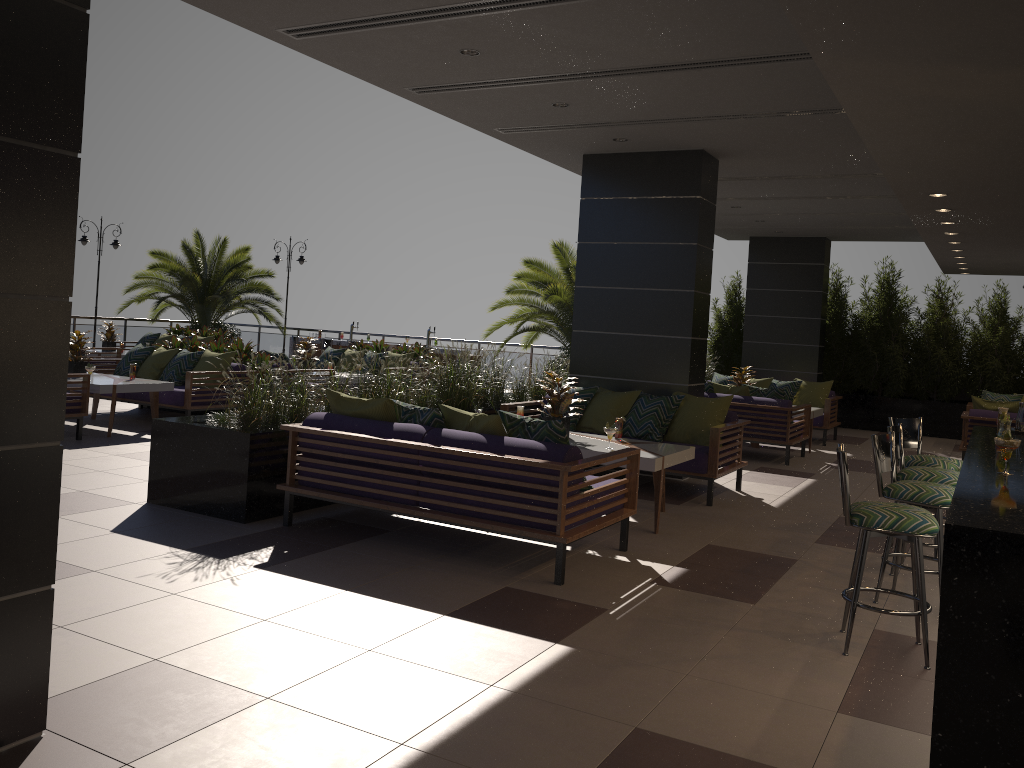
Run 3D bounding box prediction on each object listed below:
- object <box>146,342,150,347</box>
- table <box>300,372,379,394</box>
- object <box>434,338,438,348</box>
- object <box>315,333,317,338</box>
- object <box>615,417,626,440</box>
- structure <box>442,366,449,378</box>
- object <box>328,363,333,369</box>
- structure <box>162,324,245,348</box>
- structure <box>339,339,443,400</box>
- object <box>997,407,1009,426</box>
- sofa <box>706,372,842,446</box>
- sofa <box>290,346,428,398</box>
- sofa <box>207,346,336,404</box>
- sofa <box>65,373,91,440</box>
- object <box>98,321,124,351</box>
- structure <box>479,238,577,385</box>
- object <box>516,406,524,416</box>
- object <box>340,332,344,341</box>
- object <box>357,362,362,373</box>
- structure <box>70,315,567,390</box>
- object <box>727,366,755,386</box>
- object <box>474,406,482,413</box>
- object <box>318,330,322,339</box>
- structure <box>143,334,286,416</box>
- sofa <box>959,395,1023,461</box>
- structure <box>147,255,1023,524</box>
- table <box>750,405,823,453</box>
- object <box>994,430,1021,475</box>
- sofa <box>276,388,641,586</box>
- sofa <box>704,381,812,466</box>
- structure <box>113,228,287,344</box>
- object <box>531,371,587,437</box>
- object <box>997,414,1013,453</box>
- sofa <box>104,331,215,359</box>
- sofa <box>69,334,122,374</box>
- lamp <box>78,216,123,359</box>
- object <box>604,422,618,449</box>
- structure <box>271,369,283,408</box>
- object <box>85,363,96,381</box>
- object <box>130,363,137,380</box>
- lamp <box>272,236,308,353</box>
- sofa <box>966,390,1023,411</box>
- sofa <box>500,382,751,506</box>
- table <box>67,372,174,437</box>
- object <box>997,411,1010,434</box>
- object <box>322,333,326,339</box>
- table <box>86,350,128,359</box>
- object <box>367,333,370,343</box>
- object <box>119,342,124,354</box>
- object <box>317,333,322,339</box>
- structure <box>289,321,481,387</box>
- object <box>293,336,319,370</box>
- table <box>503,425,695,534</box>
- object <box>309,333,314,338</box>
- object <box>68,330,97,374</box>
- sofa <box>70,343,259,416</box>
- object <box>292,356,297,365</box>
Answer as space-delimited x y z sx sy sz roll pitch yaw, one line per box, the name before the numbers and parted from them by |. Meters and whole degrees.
object | -6.408 -0.646 15.571 0.069 0.211 0.069 4 1 16
table | -3.115 0.085 13.377 2.041 0.553 0.941 5 3 29
object | -1.516 -0.816 17.666 0.069 0.198 0.082 3 1 -25
object | -4.324 -1.025 19.666 0.105 0.209 0.105 4 1 4
object | 0.876 0.361 7.202 0.066 0.189 0.085 3 1 -37
structure | -1.117 0.057 14.592 0.100 0.700 0.180 4 0 28
object | -2.636 -0.218 12.829 0.069 0.181 0.069 4 1 16
structure | -6.124 -0.565 17.268 2.255 1.172 0.736 5 2 30
structure | -2.150 -0.179 15.135 2.255 1.172 0.736 5 2 30
object | 3.295 0.250 5.945 0.069 0.181 0.069 4 1 1
sofa | 3.833 0.327 13.532 2.130 0.919 1.118 5 3 29
sofa | -2.544 -0.129 14.412 2.130 0.919 1.118 5 3 29
sofa | -3.654 -0.068 12.384 2.130 0.919 1.118 5 3 29
sofa | -5.466 0.036 9.023 2.130 0.919 1.118 5 3 29
object | -7.057 -0.839 15.495 0.424 0.526 0.431 3 2 -34
structure | 1.359 -1.201 16.355 3.796 3.302 3.761 3 2 -19
object | 0.069 0.283 7.684 0.069 0.181 0.069 4 1 11
object | -3.613 -1.013 18.817 0.069 0.181 0.069 4 1 1
object | -2.304 -0.242 13.403 0.105 0.197 0.106 3 1 -29
structure | -6.210 -0.314 12.609 12.942 1.058 17.491 6 4 28
object | 3.247 0.003 12.431 0.424 0.526 0.431 2 2 -44
object | -0.276 0.280 7.161 0.069 0.211 0.069 4 1 11
object | -4.143 -1.069 19.102 0.066 0.189 0.085 3 1 -37
structure | -4.002 -0.074 11.728 2.424 1.173 0.700 5 2 30
sofa | 6.697 0.679 10.850 2.130 0.919 1.118 5 3 29
structure | 1.311 -0.400 5.195 7.832 3.120 24.711 5 4 28
table | 3.214 0.542 12.431 2.041 0.553 0.941 5 3 29
object | 2.207 0.303 3.948 0.105 0.197 0.106 3 1 -34
sofa | -0.351 0.561 5.851 2.130 0.919 1.118 5 3 29
sofa | 2.605 0.396 11.278 2.130 0.919 1.118 5 3 29
structure | -7.241 -2.039 20.991 3.799 3.302 3.758 3 2 -4
object | 0.356 0.165 7.119 0.431 0.526 0.424 5 2 41
object | 2.681 0.269 4.816 0.069 0.211 0.069 4 1 11
sofa | -6.461 -0.512 16.554 2.130 0.919 1.118 5 3 29
sofa | -7.578 -0.452 14.530 2.130 0.919 1.118 5 3 29
lamp | -9.325 -2.116 19.907 0.264 3.326 1.121 4 1 28
object | 0.736 0.385 6.635 0.105 0.197 0.106 3 1 -34
structure | -2.978 0.161 11.175 0.100 0.700 0.180 4 0 28
object | -4.527 -0.129 9.497 0.105 0.197 0.106 3 1 -29
object | -4.273 -0.141 9.978 0.066 0.189 0.085 3 1 -32
lamp | -5.601 -2.018 22.003 1.124 3.327 0.263 4 0 29
sofa | 7.925 0.611 13.104 2.130 0.919 1.118 5 3 29
sofa | 1.059 0.482 8.439 2.130 0.919 1.118 5 3 29
table | -4.934 0.186 10.038 2.041 0.553 0.941 5 3 29
object | 3.002 0.261 5.416 0.084 0.189 0.067 3 1 -37
object | -4.196 -1.016 19.651 0.105 0.209 0.105 4 1 4
table | -7.029 -0.299 15.517 2.041 0.553 0.941 5 3 29
object | -2.997 -0.968 18.480 0.069 0.211 0.069 4 1 11
object | -6.606 -0.609 14.975 0.066 0.189 0.085 3 1 -32
object | -4.258 -1.014 19.562 0.105 0.209 0.105 4 1 4
structure | -2.746 -0.621 18.631 4.409 1.328 0.804 5 2 29
object | -3.095 -0.452 13.341 0.426 0.526 0.429 5 2 41
table | 0.326 0.703 7.129 2.041 0.553 0.941 5 3 29
object | -4.460 -1.034 19.669 0.105 0.209 0.105 4 1 4
object | -4.913 -0.351 10.014 0.424 0.526 0.431 2 2 -44
sofa | -4.349 -0.025 11.047 2.130 0.919 1.118 5 3 29
object | -3.453 -0.355 14.044 0.082 0.198 0.069 3 1 -20
